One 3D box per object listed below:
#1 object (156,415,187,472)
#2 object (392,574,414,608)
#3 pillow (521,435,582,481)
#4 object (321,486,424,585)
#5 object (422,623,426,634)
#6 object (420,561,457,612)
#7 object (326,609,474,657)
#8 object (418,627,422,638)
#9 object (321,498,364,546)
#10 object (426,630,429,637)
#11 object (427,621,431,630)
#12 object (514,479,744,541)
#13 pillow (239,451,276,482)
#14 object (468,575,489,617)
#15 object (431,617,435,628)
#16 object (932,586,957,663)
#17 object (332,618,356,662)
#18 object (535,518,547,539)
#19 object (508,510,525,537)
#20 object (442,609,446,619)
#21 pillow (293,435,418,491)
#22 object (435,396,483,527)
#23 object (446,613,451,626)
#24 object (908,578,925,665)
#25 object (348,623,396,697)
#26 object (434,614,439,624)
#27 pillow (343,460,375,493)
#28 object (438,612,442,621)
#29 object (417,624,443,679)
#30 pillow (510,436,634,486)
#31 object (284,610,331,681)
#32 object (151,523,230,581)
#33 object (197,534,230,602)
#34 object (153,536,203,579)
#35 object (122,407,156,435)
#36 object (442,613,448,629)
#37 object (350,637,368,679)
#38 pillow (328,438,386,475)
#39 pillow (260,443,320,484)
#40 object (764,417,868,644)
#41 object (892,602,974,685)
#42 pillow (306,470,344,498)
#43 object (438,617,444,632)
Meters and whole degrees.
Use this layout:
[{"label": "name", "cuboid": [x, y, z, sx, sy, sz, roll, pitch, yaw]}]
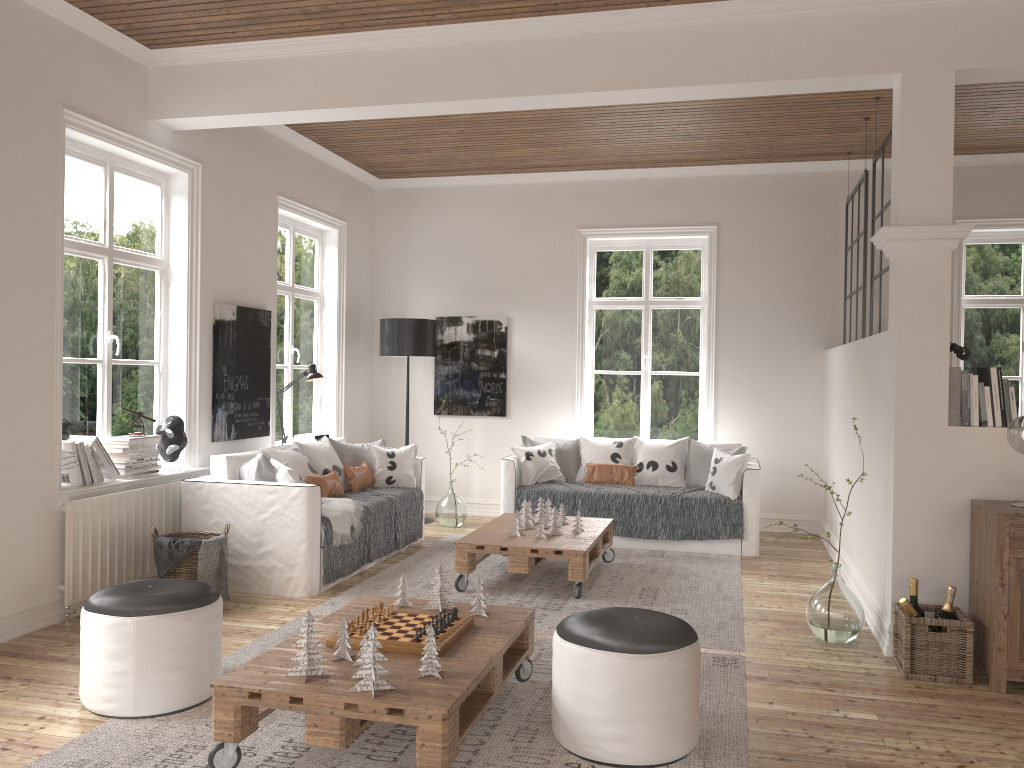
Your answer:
[{"label": "object", "cuboid": [-2.086, 0.360, 5.413, 0.171, 0.340, 0.177, 0, 1, -40]}, {"label": "object", "cuboid": [-0.461, 0.868, 3.746, 0.079, 0.137, 0.075, 1, 1, -27]}, {"label": "pillow", "cuboid": [0.320, 0.634, 7.257, 0.541, 0.431, 0.282, 1, 1, -12]}, {"label": "object", "cuboid": [-1.162, 0.965, 6.044, 0.651, 0.423, 1.680, 1, 1, 14]}, {"label": "object", "cuboid": [-0.319, 0.892, 3.233, 0.017, 0.037, 0.017, 1, 1, 33]}, {"label": "object", "cuboid": [-0.299, 0.838, 3.696, 0.118, 0.204, 0.111, 1, 1, 37]}, {"label": "object", "cuboid": [-0.408, 0.926, 3.323, 0.429, 0.036, 0.429, 1, 1, 14]}, {"label": "object", "cuboid": [-0.330, 0.892, 3.188, 0.017, 0.037, 0.017, 1, 1, 33]}, {"label": "object", "cuboid": [-1.277, 0.831, 5.618, 0.729, 0.255, 0.588, 1, 1, 18]}, {"label": "object", "cuboid": [-0.294, 0.891, 3.135, 0.019, 0.040, 0.019, 1, 1, 10]}, {"label": "object", "cuboid": [-0.306, 0.891, 3.272, 0.017, 0.037, 0.017, 1, 1, 33]}, {"label": "object", "cuboid": [0.918, 0.949, 6.909, 1.704, 0.390, 0.656, 1, 1, 14]}, {"label": "pillow", "cuboid": [-1.535, 0.620, 5.461, 0.282, 0.431, 0.541, 1, 1, -12]}, {"label": "object", "cuboid": [-0.134, 0.862, 3.629, 0.082, 0.160, 0.082, 1, 0, 3]}, {"label": "object", "cuboid": [-0.296, 0.891, 3.315, 0.017, 0.037, 0.017, 1, 1, 33]}, {"label": "object", "cuboid": [1.919, 1.081, 3.967, 0.127, 0.361, 0.094, 1, 1, 14]}, {"label": "object", "cuboid": [-0.578, 0.870, 3.040, 0.082, 0.141, 0.077, 1, 1, -5]}, {"label": "object", "cuboid": [0.176, 0.870, 5.377, 0.068, 0.124, 0.072, 1, 0, -1]}, {"label": "object", "cuboid": [0.031, 0.849, 5.436, 0.093, 0.161, 0.088, 1, 1, 23]}, {"label": "object", "cuboid": [-0.263, 0.891, 3.444, 0.017, 0.037, 0.017, 1, 1, 33]}, {"label": "pillow", "cuboid": [-1.155, 0.609, 6.527, 0.403, 0.450, 1.081, 1, 1, 38]}, {"label": "object", "cuboid": [-0.445, 0.656, 7.638, 0.275, 1.117, 0.515, 1, 1, 31]}, {"label": "object", "cuboid": [-0.241, 0.886, 3.351, 0.022, 0.047, 0.022, 0, 1, -44]}, {"label": "object", "cuboid": [1.807, 1.066, 3.993, 0.095, 0.377, 0.095, 0, 1, -40]}, {"label": "object", "cuboid": [-0.432, 0.841, 2.735, 0.107, 0.208, 0.106, 1, 1, 30]}, {"label": "object", "cuboid": [-0.285, 0.891, 3.357, 0.017, 0.037, 0.017, 1, 1, 33]}, {"label": "pillow", "cuboid": [-1.109, 0.682, 6.481, 0.117, 0.235, 0.414, 1, 1, 14]}, {"label": "object", "cuboid": [-0.275, 0.891, 3.399, 0.017, 0.037, 0.017, 1, 1, 33]}, {"label": "object", "cuboid": [-0.266, 0.864, 2.890, 0.085, 0.166, 0.085, 1, 0, 0]}, {"label": "pillow", "cuboid": [0.486, 0.638, 7.130, 1.020, 0.414, 0.417, 1, 1, -4]}, {"label": "object", "cuboid": [-0.659, 0.834, 2.861, 0.109, 0.213, 0.108, 1, 1, 39]}, {"label": "object", "cuboid": [-1.776, 0.992, 4.901, 0.393, 0.432, 0.393, 1, 1, 36]}, {"label": "object", "cuboid": [-1.743, 1.005, 4.872, 0.349, 0.356, 0.290, 1, 1, 43]}, {"label": "object", "cuboid": [-1.782, 0.987, 4.829, 0.303, 0.332, 0.367, 1, 1, 5]}, {"label": "object", "cuboid": [-2.156, 0.211, 5.128, 0.177, 0.161, 0.092, 1, 1, -18]}, {"label": "object", "cuboid": [-0.252, 0.883, 3.307, 0.025, 0.055, 0.025, 0, 1, -44]}, {"label": "object", "cuboid": [-0.477, 0.878, 2.864, 0.076, 0.132, 0.072, 1, 1, 14]}, {"label": "pillow", "cuboid": [-1.183, 0.617, 6.726, 0.546, 0.437, 0.292, 0, 1, -43]}, {"label": "pillow", "cuboid": [-1.407, 0.621, 5.626, 0.417, 0.414, 1.020, 1, 1, -4]}, {"label": "object", "cuboid": [1.491, 0.716, 4.339, 0.515, 1.117, 0.275, 1, 1, -19]}, {"label": "object", "cuboid": [1.852, 1.140, 3.915, 0.276, 0.270, 0.276, 1, 1, 14]}, {"label": "pillow", "cuboid": [-1.257, 0.708, 5.997, 0.116, 0.220, 0.414, 1, 1, 15]}, {"label": "object", "cuboid": [-0.262, 0.881, 3.265, 0.025, 0.058, 0.025, 1, 1, -31]}]
